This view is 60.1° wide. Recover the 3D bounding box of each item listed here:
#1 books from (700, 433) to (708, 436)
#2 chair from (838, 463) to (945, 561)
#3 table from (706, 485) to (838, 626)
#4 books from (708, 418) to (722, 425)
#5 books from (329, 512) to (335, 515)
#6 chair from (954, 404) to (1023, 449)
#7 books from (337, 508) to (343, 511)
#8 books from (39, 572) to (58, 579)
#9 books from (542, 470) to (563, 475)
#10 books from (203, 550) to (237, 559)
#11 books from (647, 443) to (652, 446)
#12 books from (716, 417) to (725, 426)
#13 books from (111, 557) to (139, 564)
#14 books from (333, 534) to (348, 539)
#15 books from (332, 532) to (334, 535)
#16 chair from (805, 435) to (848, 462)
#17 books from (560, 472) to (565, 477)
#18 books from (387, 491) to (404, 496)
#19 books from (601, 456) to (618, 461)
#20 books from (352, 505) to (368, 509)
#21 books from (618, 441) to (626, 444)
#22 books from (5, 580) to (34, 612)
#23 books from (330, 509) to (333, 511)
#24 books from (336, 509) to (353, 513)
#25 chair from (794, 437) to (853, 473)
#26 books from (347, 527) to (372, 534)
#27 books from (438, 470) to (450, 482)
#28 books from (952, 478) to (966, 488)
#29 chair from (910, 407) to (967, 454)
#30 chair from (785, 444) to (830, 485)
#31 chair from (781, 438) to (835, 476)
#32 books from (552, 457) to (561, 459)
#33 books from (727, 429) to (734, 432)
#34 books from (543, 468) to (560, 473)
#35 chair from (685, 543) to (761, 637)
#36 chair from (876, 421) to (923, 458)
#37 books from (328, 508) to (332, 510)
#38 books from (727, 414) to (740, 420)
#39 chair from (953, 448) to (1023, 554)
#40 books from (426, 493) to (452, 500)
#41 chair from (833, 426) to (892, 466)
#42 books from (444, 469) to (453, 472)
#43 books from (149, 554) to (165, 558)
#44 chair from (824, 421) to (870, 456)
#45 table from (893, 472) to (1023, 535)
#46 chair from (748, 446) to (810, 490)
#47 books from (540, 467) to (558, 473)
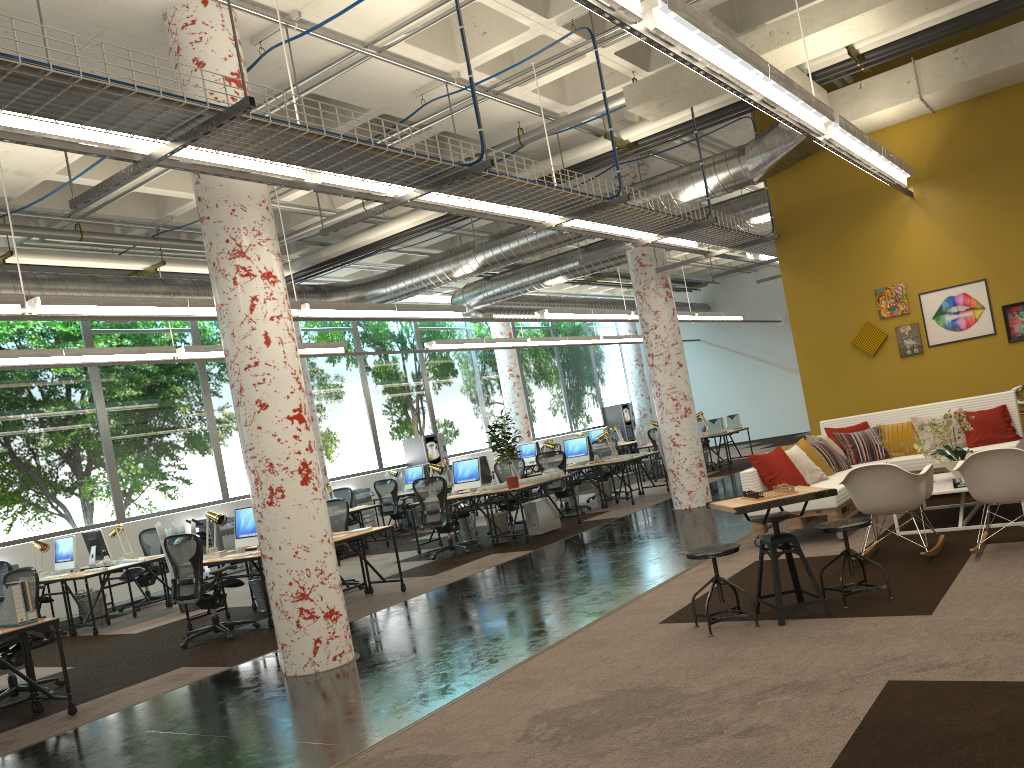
[{"bbox_3d":[4.052,1.044,18.560,0.310,0.038,0.225,-13,-4,35],"label":"books"},{"bbox_3d":[2.864,0.931,6.687,0.617,0.753,0.791,-12,-2,35],"label":"chair"},{"bbox_3d":[1.680,1.078,5.572,0.625,0.759,0.617,-10,-2,-5],"label":"table"},{"bbox_3d":[4.048,0.848,17.588,0.235,0.310,0.067,-12,-1,35],"label":"books"},{"bbox_3d":[-2.943,2.073,14.086,0.199,0.050,0.273,-9,-4,-28],"label":"books"},{"bbox_3d":[4.893,0.439,9.102,0.520,0.394,0.334,-11,-2,13],"label":"chair"},{"bbox_3d":[-3.031,2.145,14.928,0.310,0.038,0.225,-13,-4,35],"label":"books"},{"bbox_3d":[-6.223,2.551,11.789,0.310,0.038,0.225,-13,-4,35],"label":"books"},{"bbox_3d":[0.574,1.259,12.597,0.192,0.044,0.259,-8,-4,-38],"label":"books"},{"bbox_3d":[-3.173,1.850,9.598,0.310,0.038,0.225,-13,-4,35],"label":"books"},{"bbox_3d":[3.003,1.237,18.518,0.310,0.038,0.225,-13,-4,35],"label":"books"},{"bbox_3d":[4.132,0.839,17.709,0.235,0.310,0.067,-12,-1,35],"label":"books"},{"bbox_3d":[-5.174,2.358,11.831,0.310,0.038,0.225,-13,-4,35],"label":"books"},{"bbox_3d":[-1.846,1.589,9.167,0.244,0.019,0.205,-11,-3,12],"label":"books"},{"bbox_3d":[-2.124,1.657,9.640,0.310,0.038,0.225,-13,-4,35],"label":"books"},{"bbox_3d":[3.431,0.727,9.609,0.336,0.437,0.543,-12,-3,40],"label":"chair"},{"bbox_3d":[0.582,1.303,12.570,0.273,0.050,0.200,-13,-4,32],"label":"books"},{"bbox_3d":[-2.312,2.163,17.442,0.310,0.038,0.225,-13,-4,35],"label":"books"},{"bbox_3d":[1.720,1.286,15.361,0.310,0.038,0.225,-13,-4,35],"label":"books"},{"bbox_3d":[-2.525,2.047,14.713,0.200,0.024,0.235,-11,-3,8],"label":"books"},{"bbox_3d":[2.833,1.563,23.404,0.310,0.038,0.225,-13,-4,35],"label":"books"},{"bbox_3d":[-3.614,1.608,6.513,0.235,0.310,0.067,-12,-1,35],"label":"books"},{"bbox_3d":[-2.937,2.026,14.110,0.192,0.044,0.258,-10,-3,-8],"label":"books"},{"bbox_3d":[-2.754,2.077,14.455,0.244,0.019,0.205,-11,-3,12],"label":"books"},{"bbox_3d":[3.258,0.767,9.231,0.521,0.408,0.343,-9,-2,-39],"label":"chair"},{"bbox_3d":[-1.617,1.559,9.426,0.200,0.024,0.235,-11,-3,8],"label":"books"},{"bbox_3d":[-1.266,1.773,16.512,0.235,0.310,0.067,-12,-1,35],"label":"books"},{"bbox_3d":[3.857,0.807,7.374,0.335,0.048,0.278,-12,-4,26],"label":"books"},{"bbox_3d":[4.537,0.499,9.335,0.527,0.427,0.311,-11,-2,13],"label":"chair"},{"bbox_3d":[2.766,0.804,8.576,0.522,0.401,0.333,-9,-2,-36],"label":"chair"},{"bbox_3d":[2.954,0.770,8.905,0.544,0.438,0.318,-9,-2,-43],"label":"chair"},{"bbox_3d":[0.994,1.746,20.746,0.310,0.038,0.225,-13,-4,35],"label":"books"},{"bbox_3d":[4.434,0.958,18.166,0.200,0.024,0.235,-11,-3,8],"label":"books"},{"bbox_3d":[0.559,1.229,12.585,0.186,0.030,0.152,-13,-4,33],"label":"books"},{"bbox_3d":[1.304,1.281,5.567,0.346,0.497,0.338,-10,-1,-6],"label":"chair"},{"bbox_3d":[4.221,0.605,9.578,0.524,0.381,0.365,-12,-2,31],"label":"chair"},{"bbox_3d":[-2.957,1.997,14.104,0.152,0.030,0.186,-9,-4,-27],"label":"books"},{"bbox_3d":[4.621,0.791,18.416,0.235,0.310,0.067,-12,-1,35],"label":"books"},{"bbox_3d":[3.503,0.784,6.230,0.617,0.753,0.791,-12,-2,35],"label":"chair"},{"bbox_3d":[-1.053,1.621,12.716,0.310,0.038,0.225,-13,-4,35],"label":"books"},{"bbox_3d":[3.827,0.681,9.643,0.517,0.392,0.358,-11,-2,4],"label":"chair"},{"bbox_3d":[-1.183,1.765,16.633,0.235,0.310,0.067,-12,-1,35],"label":"books"},{"bbox_3d":[-4.650,2.263,11.678,0.243,0.019,0.206,-9,-4,-18],"label":"books"},{"bbox_3d":[3.827,0.659,9.939,0.535,0.437,0.287,-11,-1,8],"label":"chair"},{"bbox_3d":[3.987,0.997,7.744,0.989,0.330,1.258,-13,-4,35],"label":"table"},{"bbox_3d":[2.471,0.816,8.233,0.532,0.444,0.303,-9,-2,-39],"label":"chair"},{"bbox_3d":[0.670,1.479,15.318,0.310,0.038,0.225,-13,-4,35],"label":"books"}]
